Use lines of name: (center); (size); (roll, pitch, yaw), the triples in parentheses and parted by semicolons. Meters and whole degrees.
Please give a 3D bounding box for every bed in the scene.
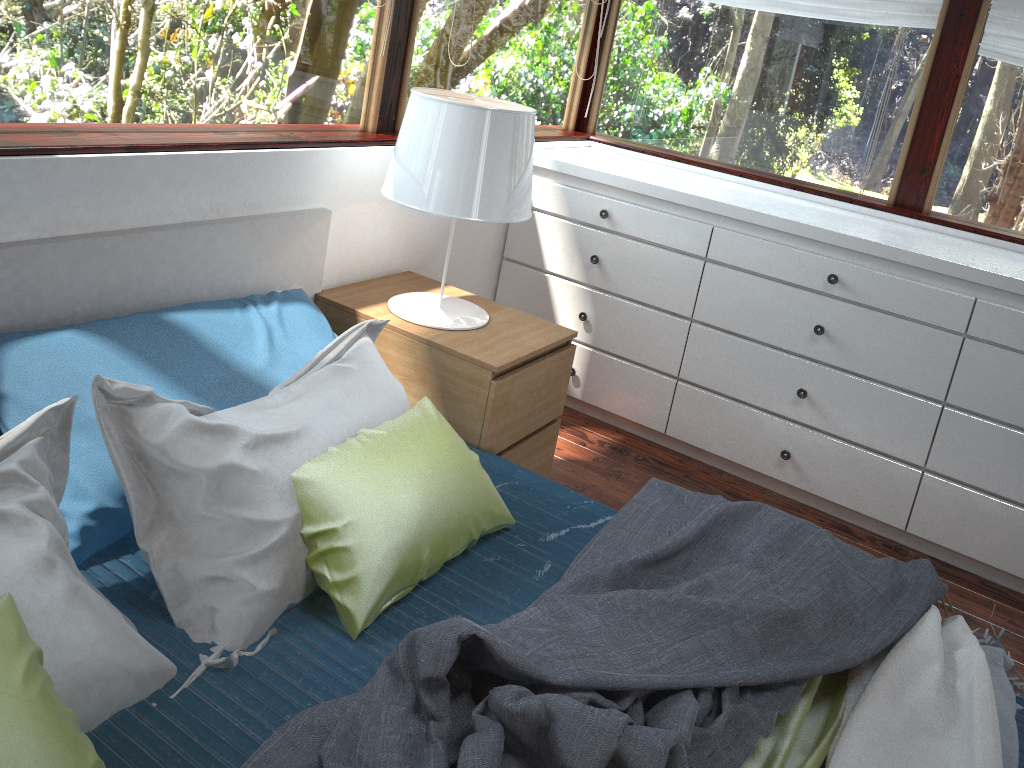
bed: (0.023, 0.532, 1.083); (2.641, 0.737, 2.190); (22, 24, 27)

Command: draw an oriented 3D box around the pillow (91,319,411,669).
pillow: (-0.369, 0.104, 1.692); (0.366, 0.374, 0.879); (17, 21, 21)

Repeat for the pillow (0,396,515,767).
pillow: (-0.441, 0.324, 1.255); (0.318, 0.209, 1.415); (20, 23, 25)

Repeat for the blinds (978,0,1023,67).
blinds: (2.130, -1.149, 2.588); (1.257, 0.619, 0.054); (21, 16, 28)

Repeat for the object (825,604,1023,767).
object: (0.430, 0.856, 0.781); (0.546, 0.359, 2.221); (18, 23, 21)

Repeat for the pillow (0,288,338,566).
pillow: (-0.639, 0.002, 1.849); (0.374, 0.304, 0.946); (19, 22, 23)

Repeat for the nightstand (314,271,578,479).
nightstand: (-0.224, 0.053, 2.457); (0.624, 0.519, 0.437); (20, 19, 27)

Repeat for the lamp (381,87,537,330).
lamp: (-0.150, -0.469, 2.329); (0.412, 0.565, 0.418); (16, 17, 19)

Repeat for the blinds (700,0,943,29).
blinds: (0.985, -1.664, 3.231); (1.273, 0.533, 0.054); (22, 16, 28)

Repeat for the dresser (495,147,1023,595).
dresser: (1.389, 0.017, 2.772); (3.193, 0.846, 0.629); (22, 19, 28)

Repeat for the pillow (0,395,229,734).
pillow: (-0.803, 0.340, 1.010); (0.481, 0.343, 0.899); (18, 22, 21)

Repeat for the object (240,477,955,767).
object: (0.005, 0.544, 1.109); (0.649, 0.389, 2.160); (24, 25, 34)

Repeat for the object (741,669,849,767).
object: (0.133, 0.773, 0.994); (0.500, 0.427, 2.168); (18, 22, 22)
